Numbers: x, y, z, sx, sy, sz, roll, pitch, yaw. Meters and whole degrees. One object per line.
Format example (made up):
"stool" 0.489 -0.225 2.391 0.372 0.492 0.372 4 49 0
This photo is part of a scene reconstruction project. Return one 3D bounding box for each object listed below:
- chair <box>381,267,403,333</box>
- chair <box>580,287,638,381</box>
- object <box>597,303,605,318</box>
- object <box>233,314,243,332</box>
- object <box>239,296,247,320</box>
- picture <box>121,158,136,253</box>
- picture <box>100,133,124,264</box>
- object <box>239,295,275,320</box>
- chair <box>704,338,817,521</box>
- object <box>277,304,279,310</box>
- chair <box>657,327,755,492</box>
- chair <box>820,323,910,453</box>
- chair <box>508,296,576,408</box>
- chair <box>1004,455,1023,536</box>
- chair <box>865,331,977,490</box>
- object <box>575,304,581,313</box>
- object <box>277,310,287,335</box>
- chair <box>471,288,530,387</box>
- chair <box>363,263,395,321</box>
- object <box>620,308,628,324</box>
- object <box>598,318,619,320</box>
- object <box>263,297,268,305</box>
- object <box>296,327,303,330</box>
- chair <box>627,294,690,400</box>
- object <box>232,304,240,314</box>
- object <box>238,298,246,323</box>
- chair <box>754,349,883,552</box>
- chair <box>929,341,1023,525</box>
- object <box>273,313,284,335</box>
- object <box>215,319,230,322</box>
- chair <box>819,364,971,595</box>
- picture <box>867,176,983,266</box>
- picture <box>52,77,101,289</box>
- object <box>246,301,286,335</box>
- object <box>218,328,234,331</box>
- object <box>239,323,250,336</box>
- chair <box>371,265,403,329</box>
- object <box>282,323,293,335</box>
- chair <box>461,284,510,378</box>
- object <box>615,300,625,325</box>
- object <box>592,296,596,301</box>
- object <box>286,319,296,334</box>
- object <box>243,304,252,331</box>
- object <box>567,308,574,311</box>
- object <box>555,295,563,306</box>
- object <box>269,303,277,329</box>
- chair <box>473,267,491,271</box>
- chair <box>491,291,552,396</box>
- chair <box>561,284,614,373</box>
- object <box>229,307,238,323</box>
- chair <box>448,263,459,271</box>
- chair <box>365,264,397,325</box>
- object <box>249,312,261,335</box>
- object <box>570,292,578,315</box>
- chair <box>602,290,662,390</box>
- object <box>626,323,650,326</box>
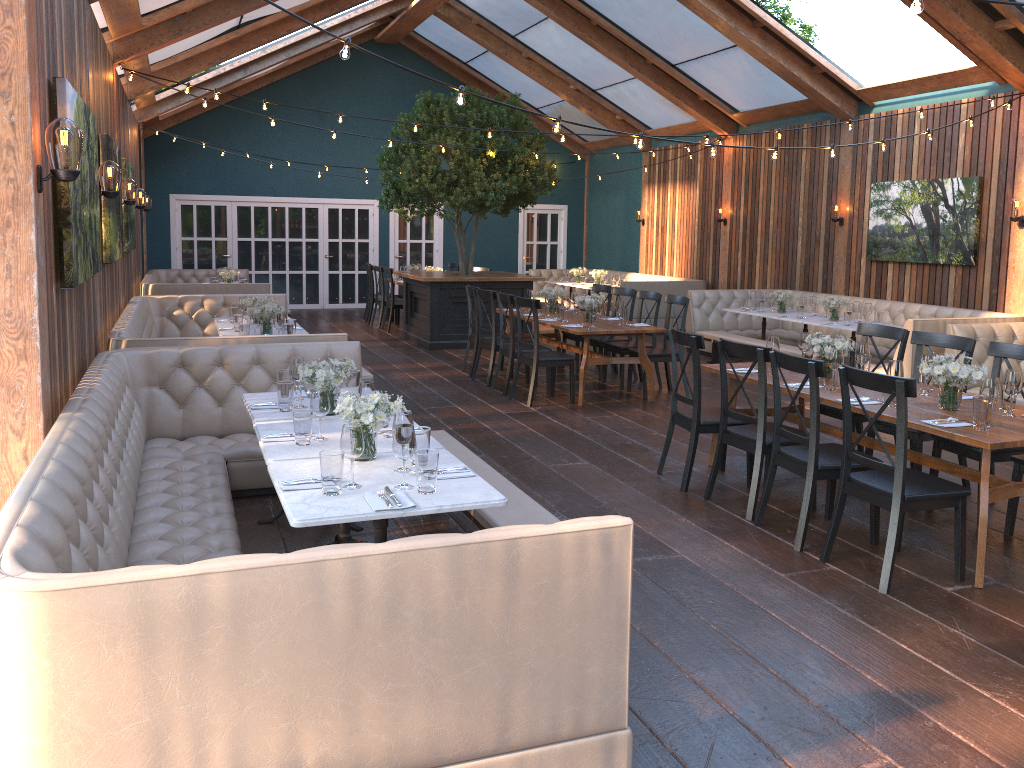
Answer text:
"chair" -1.805 -1.371 14.301 0.540 1.012 0.481 -2 7 -21
"chair" 1.107 -0.582 10.092 0.540 1.012 0.481 -2 8 -26
"object" 0.953 -0.789 9.541 0.092 0.157 0.092 6 9 35
"object" -2.557 -0.567 8.260 0.092 0.157 0.092 -4 9 -34
"object" -2.824 -0.796 9.294 0.092 0.243 0.093 4 8 27
"picture" -4.379 -2.024 10.116 0.065 0.990 1.663 -1 9 -20
"picture" -3.408 -1.560 7.567 0.065 0.990 1.663 -1 9 -20
"object" -2.571 -0.759 8.920 0.336 0.307 0.332 0 8 -8
"chair" 1.546 0.244 5.424 0.540 1.012 0.481 -2 8 -24
"object" -2.518 -0.765 9.391 0.092 0.157 0.092 -4 9 -34
"chair" 1.319 0.149 5.942 0.539 1.012 0.481 -1 7 -13
"chair" 2.505 0.091 6.394 0.540 1.012 0.481 -2 7 -21
"chair" 0.305 -0.335 8.601 0.540 1.012 0.481 -2 8 -26
"chair" 3.097 0.375 4.831 0.540 1.012 0.481 -2 7 -21
"chair" 2.703 0.185 5.872 0.540 1.012 0.481 -2 8 -26
"object" 0.740 -0.882 10.029 0.092 0.157 0.092 2 7 6
"object" -2.040 -0.529 7.848 0.092 0.243 0.093 4 8 27
"chair" -0.112 -0.523 9.635 0.540 1.012 0.481 -2 8 -26
"chair" -2.381 -1.656 15.870 0.539 1.012 0.481 -1 7 -15
"object" 1.136 -0.690 8.996 0.092 0.157 0.092 3 7 16
"object" 1.040 -0.694 9.406 0.255 0.019 0.159 -3 11 -20
"object" -2.601 -0.793 9.300 0.092 0.243 0.093 4 8 27
"object" -2.145 -0.535 8.519 0.255 0.019 0.159 -3 11 -20
"chair" 1.501 -0.393 9.050 0.539 1.012 0.481 -1 7 -16
"object" -2.920 -0.768 9.368 0.092 0.157 0.092 -4 9 -34
"object" -2.753 -0.755 9.063 0.092 0.243 0.093 4 8 27
"chair" 1.714 0.338 4.906 0.539 1.012 0.481 -1 7 -15
"chair" 2.899 0.280 5.352 0.539 1.012 0.481 -1 7 -16
"object" -2.007 -0.488 7.616 0.092 0.243 0.093 4 8 27
"object" -2.929 -0.656 9.129 0.255 0.019 0.159 -3 11 -20
"chair" 1.917 0.432 4.388 0.540 1.012 0.481 -2 7 -21
"picture" 4.934 -1.964 10.694 0.065 0.990 1.663 -1 9 -20
"picture" -2.421 -1.088 4.973 0.065 0.990 1.663 -1 9 -20
"object" -2.232 -0.597 8.028 0.336 0.307 0.332 0 8 -4
"object" -2.657 -0.525 8.406 0.255 0.019 0.159 -3 11 -20
"object" -2.272 -0.432 7.514 0.092 0.157 0.092 -4 9 -34
"chair" -2.048 -1.463 14.806 0.540 1.012 0.481 -2 8 -26
"object" -1.916 -0.434 7.562 0.092 0.157 0.092 3 7 16
"chair" -0.275 -0.619 10.168 0.539 1.012 0.481 -1 7 -16
"object" 1.086 -0.719 8.907 0.092 0.243 0.093 2 7 5
"object" 0.856 -0.815 9.427 0.092 0.243 0.093 4 7 21
"object" -1.982 -0.502 7.944 0.092 0.157 0.092 -4 9 -34
"object" -2.494 -0.626 8.358 0.092 0.243 0.093 4 8 27
"object" 0.642 -0.883 10.446 0.255 0.019 0.159 -3 11 -20
"object" 0.560 -0.979 10.586 0.092 0.157 0.092 2 7 6
"object" -2.310 -0.656 8.546 0.092 0.243 0.093 4 8 27
"chair" -0.661 -1.423 14.713 0.541 1.012 0.480 -4 9 -37
"chair" 0.108 -0.429 9.122 0.540 1.012 0.481 -1 7 -18
"chair" 0.910 -0.677 10.613 0.540 1.012 0.481 -2 7 -21
"object" -2.825 -0.698 8.981 0.092 0.157 0.092 -4 9 -34
"chair" -1.240 -1.711 16.298 0.540 1.012 0.481 -2 8 -26
"chair" -2.258 -1.557 15.321 0.539 1.012 0.481 -1 7 -16
"object" -2.212 -0.492 7.619 0.092 0.243 0.093 -1 7 -18
"object" 0.700 -0.904 9.931 0.092 0.243 0.093 -2 7 -23
"chair" 1.304 -0.487 9.571 0.540 1.012 0.481 -2 7 -21
"object" 1.245 -0.595 8.860 0.255 0.019 0.159 -3 11 -20
